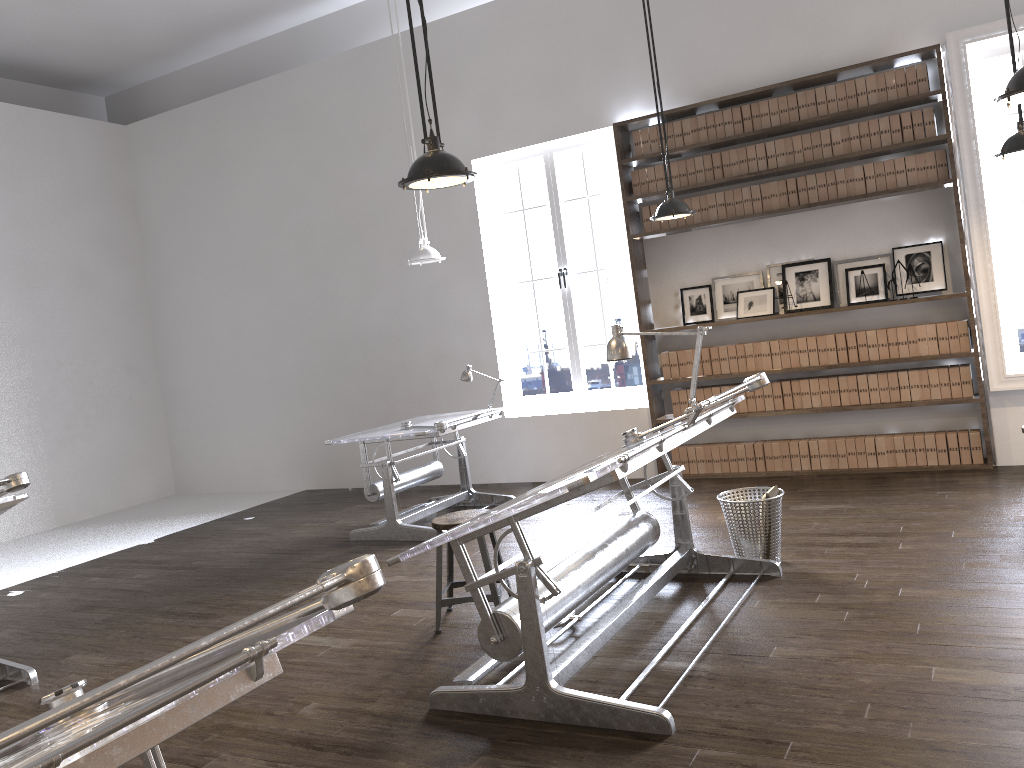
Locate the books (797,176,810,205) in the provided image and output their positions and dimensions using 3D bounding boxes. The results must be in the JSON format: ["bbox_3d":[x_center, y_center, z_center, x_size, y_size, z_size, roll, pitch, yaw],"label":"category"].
[{"bbox_3d":[2.261,-1.484,6.838,0.066,0.225,0.175,-7,2,29],"label":"books"}]

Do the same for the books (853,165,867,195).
[{"bbox_3d":[2.616,-1.517,6.637,0.066,0.225,0.175,-7,2,29],"label":"books"}]

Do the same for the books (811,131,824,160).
[{"bbox_3d":[2.344,-1.804,6.764,0.066,0.225,0.175,-7,2,29],"label":"books"}]

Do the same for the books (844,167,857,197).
[{"bbox_3d":[2.562,-1.513,6.669,0.066,0.225,0.175,-7,2,29],"label":"books"}]

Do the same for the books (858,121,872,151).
[{"bbox_3d":[2.640,-1.833,6.601,0.066,0.225,0.175,-7,2,29],"label":"books"}]

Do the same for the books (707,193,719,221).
[{"bbox_3d":[1.647,-1.424,7.176,0.066,0.225,0.175,-7,2,29],"label":"books"}]

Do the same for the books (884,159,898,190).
[{"bbox_3d":[2.802,-1.536,6.538,0.066,0.225,0.175,-7,2,29],"label":"books"}]

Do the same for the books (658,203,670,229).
[{"bbox_3d":[1.293,-1.391,7.377,0.066,0.225,0.175,-7,2,29],"label":"books"}]

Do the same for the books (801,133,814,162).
[{"bbox_3d":[2.284,-1.799,6.800,0.066,0.225,0.175,-7,2,29],"label":"books"}]

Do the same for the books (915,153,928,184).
[{"bbox_3d":[2.980,-1.552,6.430,0.067,0.225,0.175,-7,2,29],"label":"books"}]

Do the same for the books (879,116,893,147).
[{"bbox_3d":[2.761,-1.844,6.529,0.066,0.225,0.175,-7,2,29],"label":"books"}]

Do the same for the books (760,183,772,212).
[{"bbox_3d":[2.017,-1.460,6.966,0.067,0.225,0.175,-7,2,29],"label":"books"}]

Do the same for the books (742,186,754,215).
[{"bbox_3d":[1.893,-1.448,7.039,0.066,0.225,0.175,-7,2,29],"label":"books"}]

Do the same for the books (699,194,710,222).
[{"bbox_3d":[1.594,-1.419,7.208,0.066,0.225,0.175,-7,2,29],"label":"books"}]

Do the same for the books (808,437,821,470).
[{"bbox_3d":[2.384,0.544,6.935,0.067,0.225,0.175,-7,2,29],"label":"books"}]

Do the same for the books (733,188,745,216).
[{"bbox_3d":[1.834,-1.443,7.076,0.066,0.225,0.175,-7,2,29],"label":"books"}]

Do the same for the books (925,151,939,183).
[{"bbox_3d":[3.037,-1.558,6.404,0.066,0.225,0.175,-7,2,29],"label":"books"}]

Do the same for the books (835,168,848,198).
[{"bbox_3d":[2.502,-1.506,6.697,0.067,0.225,0.175,-7,2,29],"label":"books"}]

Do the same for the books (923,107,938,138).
[{"bbox_3d":[3.019,-1.869,6.388,0.066,0.225,0.175,-7,2,29],"label":"books"}]

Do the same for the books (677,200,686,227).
[{"bbox_3d":[1.416,-1.402,7.308,0.066,0.225,0.175,-7,2,29],"label":"books"}]

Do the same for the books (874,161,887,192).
[{"bbox_3d":[2.741,-1.530,6.570,0.066,0.225,0.175,-7,2,29],"label":"books"}]

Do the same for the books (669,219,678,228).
[{"bbox_3d":[1.352,-1.396,7.338,0.066,0.225,0.175,-7,2,29],"label":"books"}]

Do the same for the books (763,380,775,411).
[{"bbox_3d":[2.066,0.091,7.071,0.066,0.225,0.175,-7,2,29],"label":"books"}]

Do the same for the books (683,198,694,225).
[{"bbox_3d":[1.478,-1.408,7.274,0.066,0.225,0.175,-7,2,29],"label":"books"}]

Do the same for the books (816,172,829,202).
[{"bbox_3d":[2.384,-1.496,6.769,0.066,0.225,0.175,-7,2,29],"label":"books"}]

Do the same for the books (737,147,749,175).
[{"bbox_3d":[1.854,-1.757,7.031,0.067,0.225,0.175,-7,2,29],"label":"books"}]

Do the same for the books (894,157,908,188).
[{"bbox_3d":[2.861,-1.541,6.501,0.066,0.225,0.175,-7,2,29],"label":"books"}]

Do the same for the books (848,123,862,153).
[{"bbox_3d":[2.578,-1.827,6.628,0.067,0.225,0.175,-7,2,29],"label":"books"}]

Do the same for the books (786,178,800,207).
[{"bbox_3d":[2.194,-1.477,6.869,0.067,0.225,0.175,-7,2,29],"label":"books"}]

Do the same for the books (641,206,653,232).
[{"bbox_3d":[1.163,-1.378,7.449,0.066,0.225,0.175,-7,2,29],"label":"books"}]

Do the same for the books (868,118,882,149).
[{"bbox_3d":[2.701,-1.839,6.567,0.066,0.225,0.175,-7,2,29],"label":"books"}]

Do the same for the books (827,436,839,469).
[{"bbox_3d":[2.503,0.532,6.872,0.066,0.225,0.175,-7,2,29],"label":"books"}]

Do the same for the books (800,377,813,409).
[{"bbox_3d":[2.314,0.067,6.931,0.066,0.225,0.175,-7,2,29],"label":"books"}]

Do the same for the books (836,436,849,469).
[{"bbox_3d":[2.559,0.527,6.836,0.067,0.225,0.175,-7,2,29],"label":"books"}]

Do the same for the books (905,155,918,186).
[{"bbox_3d":[2.922,-1.547,6.463,0.066,0.225,0.175,-7,2,29],"label":"books"}]

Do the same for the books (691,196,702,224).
[{"bbox_3d":[1.533,-1.413,7.236,0.067,0.225,0.175,-7,2,29],"label":"books"}]

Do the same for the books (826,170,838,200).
[{"bbox_3d":[2.446,-1.501,6.735,0.066,0.225,0.175,-7,2,29],"label":"books"}]

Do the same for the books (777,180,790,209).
[{"bbox_3d":[2.132,-1.471,6.910,0.066,0.225,0.175,-7,2,29],"label":"books"}]

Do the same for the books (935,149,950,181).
[{"bbox_3d":[3.098,-1.564,6.371,0.066,0.225,0.175,-7,2,29],"label":"books"}]

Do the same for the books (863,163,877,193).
[{"bbox_3d":[2.678,-1.523,6.600,0.067,0.225,0.175,-7,2,29],"label":"books"}]

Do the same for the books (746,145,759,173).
[{"bbox_3d":[1.917,-1.763,6.996,0.066,0.225,0.175,-7,2,29],"label":"books"}]

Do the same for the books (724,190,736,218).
[{"bbox_3d":[1.772,-1.437,7.109,0.066,0.225,0.175,-7,2,29],"label":"books"}]

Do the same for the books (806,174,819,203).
[{"bbox_3d":[2.321,-1.489,6.800,0.066,0.225,0.175,-7,2,29],"label":"books"}]

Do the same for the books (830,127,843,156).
[{"bbox_3d":[2.467,-1.816,6.694,0.066,0.225,0.175,-7,2,29],"label":"books"}]

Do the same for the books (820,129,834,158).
[{"bbox_3d":[2.403,-1.810,6.727,0.067,0.225,0.175,-7,2,29],"label":"books"}]

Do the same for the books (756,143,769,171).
[{"bbox_3d":[1.982,-1.769,6.964,0.066,0.225,0.175,-7,2,29],"label":"books"}]

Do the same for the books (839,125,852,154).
[{"bbox_3d":[2.522,-1.822,6.665,0.066,0.225,0.175,-7,2,29],"label":"books"}]

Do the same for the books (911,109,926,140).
[{"bbox_3d":[2.954,-1.863,6.426,0.066,0.225,0.175,-7,2,29],"label":"books"}]

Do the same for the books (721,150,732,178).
[{"bbox_3d":[1.746,-1.747,7.099,0.066,0.225,0.175,-7,2,29],"label":"books"}]

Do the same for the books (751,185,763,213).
[{"bbox_3d":[1.954,-1.454,7.001,0.066,0.225,0.175,-7,2,29],"label":"books"}]

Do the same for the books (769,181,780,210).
[{"bbox_3d":[2.074,-1.466,6.940,0.066,0.225,0.175,-7,2,29],"label":"books"}]

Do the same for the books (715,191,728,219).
[{"bbox_3d":[1.709,-1.430,7.139,0.067,0.225,0.175,-7,2,29],"label":"books"}]

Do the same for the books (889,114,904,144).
[{"bbox_3d":[2.825,-1.851,6.498,0.066,0.225,0.175,-7,2,29],"label":"books"}]

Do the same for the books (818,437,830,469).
[{"bbox_3d":[2.448,0.538,6.901,0.066,0.225,0.175,-7,2,29],"label":"books"}]

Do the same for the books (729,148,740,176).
[{"bbox_3d":[1.801,-1.752,7.065,0.066,0.225,0.175,-7,2,29],"label":"books"}]

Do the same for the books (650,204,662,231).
[{"bbox_3d":[1.225,-1.384,7.408,0.067,0.225,0.175,-7,2,29],"label":"books"}]
